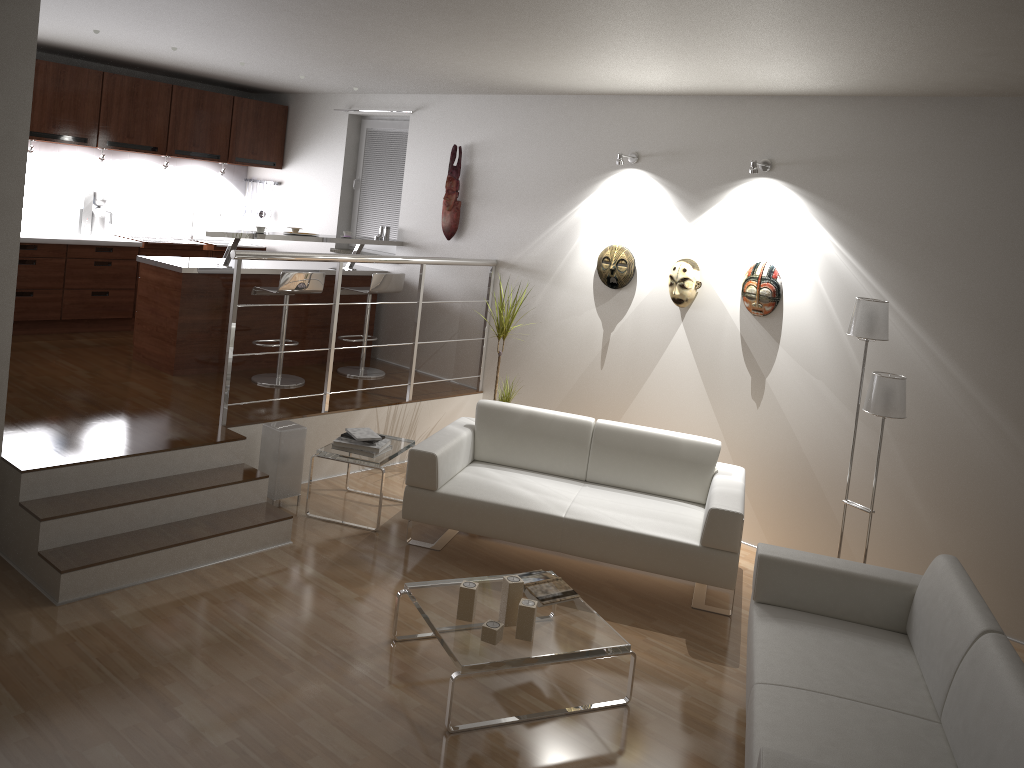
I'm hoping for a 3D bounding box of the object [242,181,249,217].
[{"bbox_3d":[-2.765,-1.921,9.085,0.065,0.378,0.033,9,4,40],"label":"object"}]

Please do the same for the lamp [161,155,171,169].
[{"bbox_3d":[-3.163,-2.023,7.997,0.080,0.123,0.081,5,5,-11],"label":"lamp"}]

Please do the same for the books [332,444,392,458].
[{"bbox_3d":[-0.894,0.374,5.220,0.289,0.027,0.229,10,12,19],"label":"books"}]

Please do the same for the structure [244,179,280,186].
[{"bbox_3d":[-2.557,-2.070,8.968,0.607,0.033,0.049,16,13,39],"label":"structure"}]

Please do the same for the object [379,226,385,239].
[{"bbox_3d":[-1.137,-1.323,7.656,0.053,0.108,0.053,8,5,23],"label":"object"}]

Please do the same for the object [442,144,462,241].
[{"bbox_3d":[-0.482,-1.564,7.167,0.151,0.781,0.152,6,3,-5],"label":"object"}]

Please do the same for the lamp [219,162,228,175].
[{"bbox_3d":[-2.789,-2.072,8.439,0.080,0.123,0.081,5,5,-11],"label":"lamp"}]

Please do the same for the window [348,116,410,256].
[{"bbox_3d":[-1.171,-1.815,8.027,0.855,1.254,0.141,11,5,40],"label":"window"}]

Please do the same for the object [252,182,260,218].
[{"bbox_3d":[-2.618,-1.882,8.968,0.108,0.374,0.020,9,4,40],"label":"object"}]

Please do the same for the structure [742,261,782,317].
[{"bbox_3d":[1.534,-0.592,5.437,0.268,0.351,0.075,11,5,40],"label":"structure"}]

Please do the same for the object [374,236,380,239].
[{"bbox_3d":[-1.168,-1.270,7.598,0.051,0.019,0.051,16,14,42],"label":"object"}]

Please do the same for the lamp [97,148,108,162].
[{"bbox_3d":[-3.538,-1.974,7.554,0.080,0.123,0.081,5,5,-11],"label":"lamp"}]

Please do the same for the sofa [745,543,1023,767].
[{"bbox_3d":[1.268,1.123,2.951,0.911,0.728,1.805,8,10,14],"label":"sofa"}]

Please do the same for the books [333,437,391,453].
[{"bbox_3d":[-0.891,0.347,5.218,0.288,0.027,0.230,8,12,9],"label":"books"}]

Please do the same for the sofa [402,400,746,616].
[{"bbox_3d":[0.381,0.617,4.935,1.791,0.731,0.917,9,8,15],"label":"sofa"}]

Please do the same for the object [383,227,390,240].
[{"bbox_3d":[-1.088,-1.312,7.623,0.053,0.110,0.053,8,5,23],"label":"object"}]

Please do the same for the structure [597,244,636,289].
[{"bbox_3d":[0.712,-0.822,6.133,0.322,0.312,0.069,12,6,40],"label":"structure"}]

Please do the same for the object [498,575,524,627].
[{"bbox_3d":[-0.003,0.878,3.569,0.067,0.194,0.068,5,4,-25],"label":"object"}]

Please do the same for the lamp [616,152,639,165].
[{"bbox_3d":[0.787,-1.558,6.040,0.081,0.107,0.191,11,10,39],"label":"lamp"}]

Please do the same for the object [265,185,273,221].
[{"bbox_3d":[-2.441,-1.829,8.815,0.072,0.378,0.024,9,4,40],"label":"object"}]

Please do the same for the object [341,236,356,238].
[{"bbox_3d":[-1.372,-1.218,7.260,0.141,0.008,0.131,10,12,19],"label":"object"}]

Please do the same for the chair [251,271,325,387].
[{"bbox_3d":[-1.681,-0.437,6.481,0.432,0.839,0.387,11,6,44],"label":"chair"}]

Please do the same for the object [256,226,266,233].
[{"bbox_3d":[-1.888,-1.160,6.589,0.079,0.045,0.068,5,9,-6],"label":"object"}]

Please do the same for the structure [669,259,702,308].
[{"bbox_3d":[1.109,-0.663,5.758,0.246,0.325,0.129,11,6,40],"label":"structure"}]

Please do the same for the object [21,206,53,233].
[{"bbox_3d":[-4.152,-1.428,7.522,0.158,0.237,0.370,11,10,40],"label":"object"}]

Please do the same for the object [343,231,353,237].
[{"bbox_3d":[-1.363,-1.241,7.269,0.079,0.045,0.068,4,9,-13],"label":"object"}]

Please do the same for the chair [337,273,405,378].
[{"bbox_3d":[-1.167,-0.504,7.087,0.431,0.839,0.387,10,5,35],"label":"chair"}]

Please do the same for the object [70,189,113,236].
[{"bbox_3d":[-3.762,-1.543,7.897,0.166,0.401,0.329,10,7,39],"label":"object"}]

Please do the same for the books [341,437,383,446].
[{"bbox_3d":[-0.888,0.327,5.217,0.217,0.014,0.154,8,12,9],"label":"books"}]

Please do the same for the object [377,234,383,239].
[{"bbox_3d":[-1.143,-1.280,7.594,0.051,0.045,0.051,6,8,-3],"label":"object"}]

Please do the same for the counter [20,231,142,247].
[{"bbox_3d":[-4.200,-1.215,7.152,0.691,0.039,2.107,16,15,38],"label":"counter"}]

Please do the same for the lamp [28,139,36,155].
[{"bbox_3d":[-3.913,-1.925,7.112,0.080,0.123,0.081,5,5,-11],"label":"lamp"}]

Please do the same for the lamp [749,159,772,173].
[{"bbox_3d":[1.526,-1.346,5.408,0.081,0.107,0.191,11,10,39],"label":"lamp"}]

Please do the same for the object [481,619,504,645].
[{"bbox_3d":[-0.076,0.962,3.417,0.068,0.073,0.067,9,7,25],"label":"object"}]

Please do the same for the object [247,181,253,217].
[{"bbox_3d":[-2.705,-1.909,9.050,0.033,0.373,0.008,9,3,40],"label":"object"}]

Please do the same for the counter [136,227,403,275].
[{"bbox_3d":[-1.853,-1.094,7.202,0.852,0.314,2.107,15,14,39],"label":"counter"}]

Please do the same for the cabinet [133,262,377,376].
[{"bbox_3d":[-2.039,-0.574,7.189,0.643,0.740,1.851,12,11,39],"label":"cabinet"}]

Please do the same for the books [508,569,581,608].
[{"bbox_3d":[0.133,0.899,3.880,0.203,0.055,0.298,-1,14,-34],"label":"books"}]

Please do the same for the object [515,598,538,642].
[{"bbox_3d":[0.058,0.928,3.470,0.067,0.149,0.067,7,4,10],"label":"object"}]

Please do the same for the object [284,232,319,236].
[{"bbox_3d":[-1.678,-1.198,6.993,0.222,0.010,0.309,17,15,41],"label":"object"}]

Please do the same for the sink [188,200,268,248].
[{"bbox_3d":[-2.863,-1.529,8.726,0.609,0.572,0.672,12,10,39],"label":"sink"}]

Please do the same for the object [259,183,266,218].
[{"bbox_3d":[-2.519,-1.866,8.911,0.092,0.361,0.043,9,4,39],"label":"object"}]

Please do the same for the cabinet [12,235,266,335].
[{"bbox_3d":[-3.790,-0.899,7.702,0.690,0.788,3.510,12,12,39],"label":"cabinet"}]

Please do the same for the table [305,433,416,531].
[{"bbox_3d":[-0.896,0.568,5.321,0.467,0.395,0.557,8,9,14],"label":"table"}]

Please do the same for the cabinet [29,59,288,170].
[{"bbox_3d":[-3.382,-2.418,7.943,0.660,0.627,2.724,12,12,39],"label":"cabinet"}]

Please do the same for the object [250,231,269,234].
[{"bbox_3d":[-1.904,-1.138,6.581,0.142,0.008,0.130,17,15,41],"label":"object"}]

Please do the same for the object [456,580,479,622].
[{"bbox_3d":[-0.181,0.880,3.575,0.067,0.149,0.067,7,4,10],"label":"object"}]

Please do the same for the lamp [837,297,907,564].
[{"bbox_3d":[1.808,0.401,4.495,0.207,1.653,0.370,5,3,-30],"label":"lamp"}]

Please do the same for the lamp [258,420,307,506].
[{"bbox_3d":[-1.386,0.485,5.264,0.201,0.476,0.192,10,5,40],"label":"lamp"}]

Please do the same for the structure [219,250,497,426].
[{"bbox_3d":[-0.945,-0.369,6.049,0.058,1.037,2.328,9,9,39],"label":"structure"}]

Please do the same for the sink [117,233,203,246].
[{"bbox_3d":[-3.308,-1.288,8.234,0.610,0.197,0.601,15,14,39],"label":"sink"}]

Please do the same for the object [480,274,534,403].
[{"bbox_3d":[-0.104,-0.048,6.133,0.499,1.458,0.447,4,4,-37],"label":"object"}]

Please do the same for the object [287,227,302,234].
[{"bbox_3d":[-1.709,-1.214,6.940,0.132,0.041,0.140,16,14,40],"label":"object"}]

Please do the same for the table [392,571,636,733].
[{"bbox_3d":[-0.010,1.080,3.673,0.791,0.246,0.716,1,12,-25],"label":"table"}]
